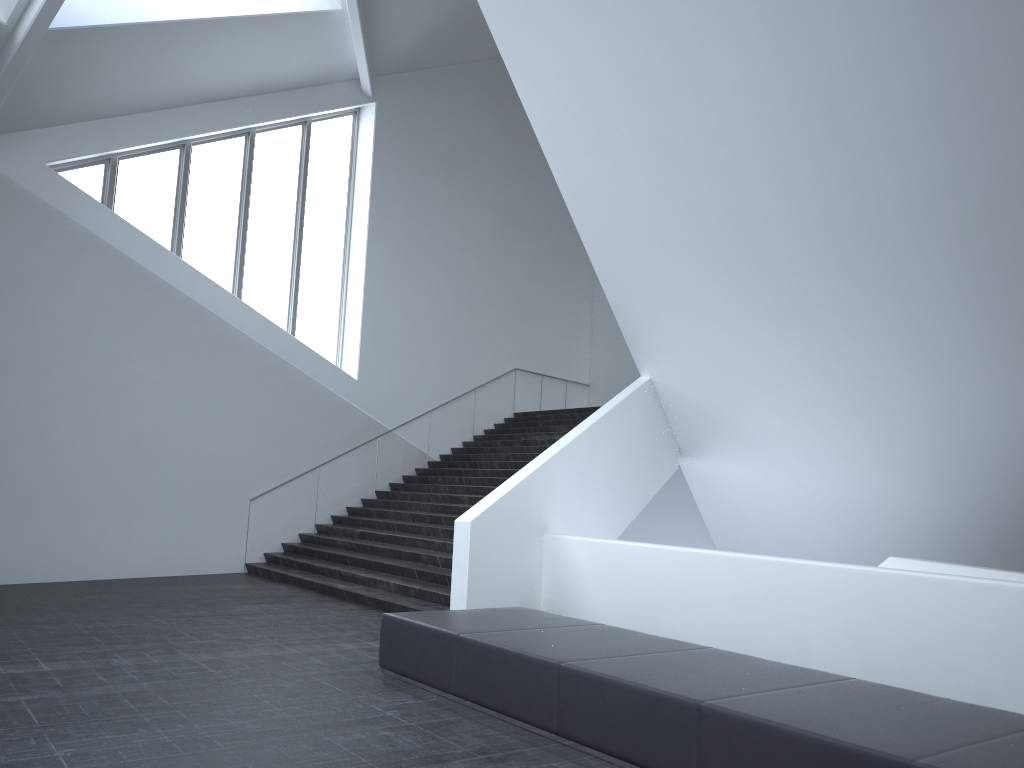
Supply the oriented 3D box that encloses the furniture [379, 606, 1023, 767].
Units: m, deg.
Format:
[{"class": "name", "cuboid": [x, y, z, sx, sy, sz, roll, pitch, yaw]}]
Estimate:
[{"class": "furniture", "cuboid": [1.214, 2.072, 5.493, 1.488, 0.580, 5.742, 8, -9, -36]}]
